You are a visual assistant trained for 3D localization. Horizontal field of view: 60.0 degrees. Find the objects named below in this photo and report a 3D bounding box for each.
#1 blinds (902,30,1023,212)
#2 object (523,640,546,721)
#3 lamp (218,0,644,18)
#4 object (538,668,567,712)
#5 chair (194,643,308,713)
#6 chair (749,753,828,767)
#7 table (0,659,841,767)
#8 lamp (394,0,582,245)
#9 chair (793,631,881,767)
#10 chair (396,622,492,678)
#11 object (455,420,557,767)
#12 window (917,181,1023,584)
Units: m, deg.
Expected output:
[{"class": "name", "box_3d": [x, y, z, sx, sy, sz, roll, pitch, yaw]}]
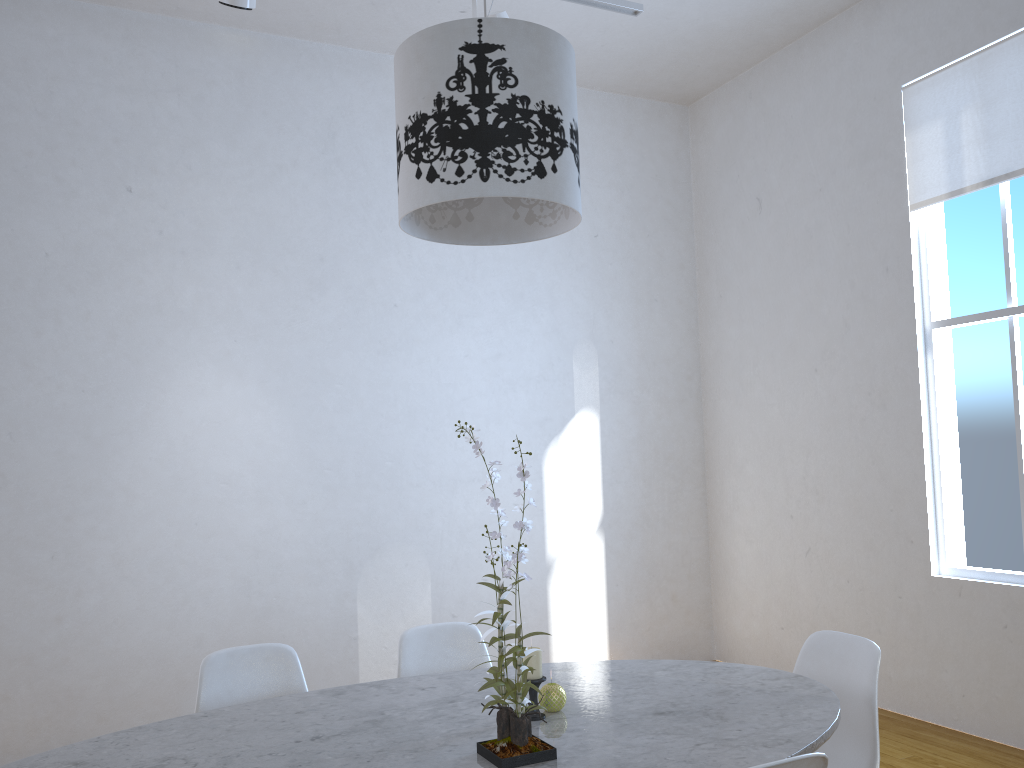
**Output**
[{"class": "blinds", "box_3d": [1.880, -1.055, 3.514, 0.007, 0.555, 0.763, -1, -5, -26]}, {"class": "object", "box_3d": [0.045, 0.631, 1.915, 0.059, 0.176, 0.059, 1, -4, -41]}, {"class": "lamp", "box_3d": [-0.866, -1.511, 3.068, 3.117, 0.485, 0.205, 1, -4, -28]}, {"class": "object", "box_3d": [0.089, 0.676, 1.963, 0.063, 0.091, 0.062, -4, -4, 22]}, {"class": "chair", "box_3d": [-0.624, 0.872, 2.239, 0.405, 0.351, 0.420, 0, -5, -28]}, {"class": "chair", "box_3d": [0.328, 0.778, 1.548, 0.405, 0.351, 0.420, 0, -5, -27]}, {"class": "table", "box_3d": [-0.141, 1.026, 1.776, 1.910, 0.621, 1.073, 0, -5, -27]}, {"class": "lamp", "box_3d": [-0.075, -1.117, 1.983, 0.400, 1.535, 0.399, -4, -4, 31]}, {"class": "chair", "box_3d": [0.689, 0.821, 2.199, 0.419, 0.351, 0.406, 0, -5, -24]}, {"class": "chair", "box_3d": [-0.138, 0.874, 2.460, 0.405, 0.351, 0.420, 0, -5, -23]}, {"class": "object", "box_3d": [-0.009, 0.389, 1.701, 0.166, 0.637, 0.202, -2, -3, 2]}, {"class": "window", "box_3d": [1.982, -0.283, 3.507, 0.074, 2.125, 0.776, -1, -4, -26]}]
